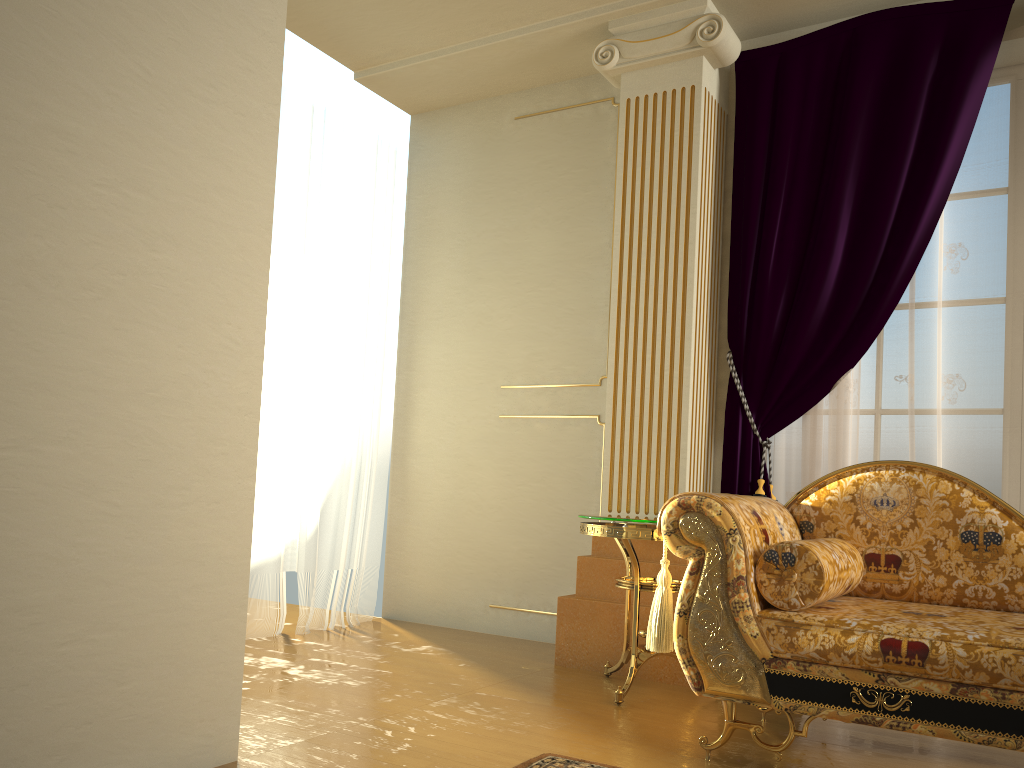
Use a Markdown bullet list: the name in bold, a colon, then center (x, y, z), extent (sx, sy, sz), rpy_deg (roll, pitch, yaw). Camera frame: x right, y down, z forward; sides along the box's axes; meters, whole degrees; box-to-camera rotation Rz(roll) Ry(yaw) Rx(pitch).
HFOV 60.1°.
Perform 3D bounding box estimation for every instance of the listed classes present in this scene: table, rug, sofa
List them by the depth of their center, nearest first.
- **rug**: center (0.205, 0.777, 0.557), extent (2.117, 0.017, 3.096), rpy_deg (-1, -8, 31)
- **sofa**: center (1.344, 0.621, 2.280), extent (1.893, 0.867, 0.697), rpy_deg (-1, -6, 31)
- **table**: center (0.515, 0.814, 3.245), extent (0.572, 0.640, 0.573), rpy_deg (4, -5, -13)

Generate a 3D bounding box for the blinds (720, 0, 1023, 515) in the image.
- **blinds**: center (1.832, -0.132, 3.184), extent (2.235, 2.641, 0.340), rpy_deg (0, -4, 32)

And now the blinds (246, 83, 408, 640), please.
- **blinds**: center (-1.159, -0.135, 3.808), extent (0.164, 2.494, 2.177), rpy_deg (1, -5, 34)
